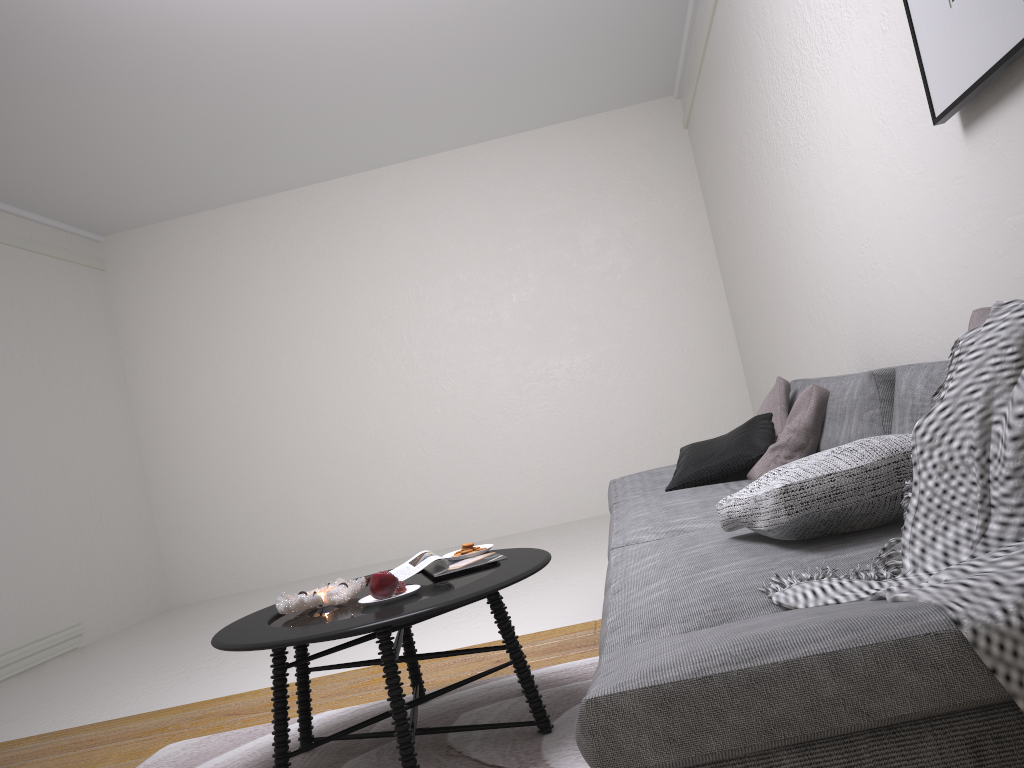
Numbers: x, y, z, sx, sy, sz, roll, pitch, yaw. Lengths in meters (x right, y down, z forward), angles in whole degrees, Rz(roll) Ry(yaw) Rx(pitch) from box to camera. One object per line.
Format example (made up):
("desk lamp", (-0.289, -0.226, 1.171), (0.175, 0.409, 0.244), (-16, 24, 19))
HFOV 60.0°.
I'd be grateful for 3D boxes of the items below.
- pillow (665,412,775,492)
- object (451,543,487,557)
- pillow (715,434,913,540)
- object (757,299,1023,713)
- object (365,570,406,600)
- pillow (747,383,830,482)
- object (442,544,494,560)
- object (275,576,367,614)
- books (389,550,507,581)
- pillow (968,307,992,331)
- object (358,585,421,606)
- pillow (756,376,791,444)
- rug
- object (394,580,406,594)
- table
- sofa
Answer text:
("pillow", (0.803, 0.288, 3.366), (0.415, 0.268, 0.408), (-14, -3, 26))
("object", (-0.141, 0.526, 2.828), (0.122, 0.036, 0.117), (-11, -4, -33))
("pillow", (0.676, 0.227, 1.888), (0.408, 0.194, 0.402), (-12, -3, -8))
("object", (0.723, 0.308, 1.152), (0.630, 0.865, 0.869), (-11, -3, -29))
("object", (-0.339, 0.535, 2.361), (0.108, 0.082, 0.090), (-15, -4, 40))
("pillow", (0.974, 0.181, 3.167), (0.337, 0.318, 0.424), (-13, -3, 5))
("object", (-0.139, 0.539, 2.825), (0.169, 0.015, 0.166), (-12, -3, -13))
("object", (-0.538, 0.600, 2.517), (0.251, 0.062, 0.256), (-13, -3, 13))
("books", (-0.232, 0.539, 2.691), (0.376, 0.048, 0.302), (-12, -3, -16))
("pillow", (0.795, 0.064, 1.414), (0.241, 0.390, 0.428), (-13, -3, 6))
("object", (-0.326, 0.568, 2.371), (0.171, 0.015, 0.164), (-10, -4, -39))
("pillow", (1.016, 0.214, 3.602), (0.347, 0.448, 0.486), (-14, -3, 26))
("rug", (-0.466, 0.976, 1.148), (1.945, 0.008, 3.721), (-13, -3, 6))
("object", (-0.310, 0.554, 2.424), (0.035, 0.036, 0.044), (-13, -3, 14))
("table", (-0.304, 0.798, 2.479), (0.942, 0.449, 0.946), (-13, -3, 3))
("sofa", (0.797, 0.395, 2.427), (1.099, 0.772, 3.068), (-13, -3, 6))
